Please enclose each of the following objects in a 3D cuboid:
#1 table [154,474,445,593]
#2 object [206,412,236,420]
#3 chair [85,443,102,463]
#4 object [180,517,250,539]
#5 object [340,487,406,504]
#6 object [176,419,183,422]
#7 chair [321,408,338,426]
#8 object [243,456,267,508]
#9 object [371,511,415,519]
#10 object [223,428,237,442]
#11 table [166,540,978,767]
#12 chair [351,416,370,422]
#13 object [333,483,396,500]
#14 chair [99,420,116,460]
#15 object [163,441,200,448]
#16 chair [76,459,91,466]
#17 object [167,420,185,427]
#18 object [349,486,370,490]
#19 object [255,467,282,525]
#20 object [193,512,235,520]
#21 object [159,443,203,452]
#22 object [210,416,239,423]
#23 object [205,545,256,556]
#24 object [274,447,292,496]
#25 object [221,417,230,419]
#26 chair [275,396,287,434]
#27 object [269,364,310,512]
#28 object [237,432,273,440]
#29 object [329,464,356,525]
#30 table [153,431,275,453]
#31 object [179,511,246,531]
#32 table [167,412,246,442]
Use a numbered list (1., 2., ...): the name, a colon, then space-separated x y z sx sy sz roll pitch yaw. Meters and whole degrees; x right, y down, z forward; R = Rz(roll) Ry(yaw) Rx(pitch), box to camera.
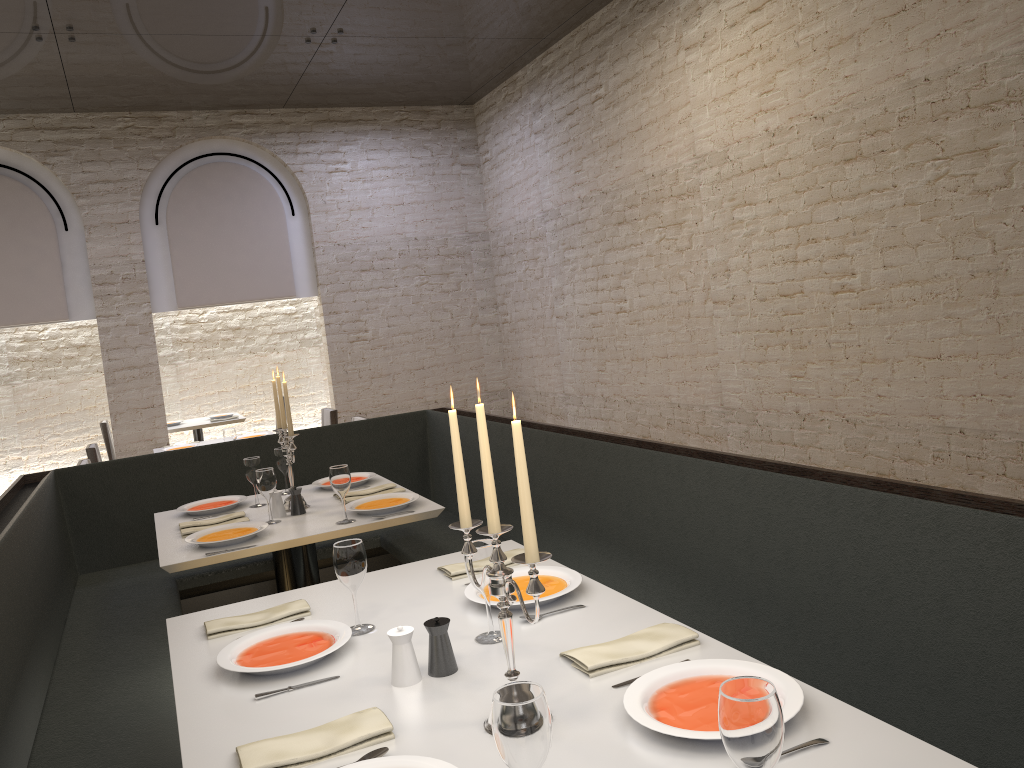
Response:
1. table: -0.962 0.945 3.990 1.103 0.758 1.188 -8 4 -23
2. object: -3.137 0.351 9.570 0.321 0.036 0.322 -6 5 12
3. chair: -2.877 0.876 6.750 0.567 0.904 0.412 -8 3 -23
4. object: -1.263 0.608 3.770 0.273 0.033 0.142 -9 5 -23
5. object: -0.633 0.511 4.031 0.273 0.033 0.142 -9 5 -23
6. object: -3.744 0.422 9.685 0.273 0.033 0.142 -9 5 -23
7. chair: -1.679 0.691 7.259 0.567 0.904 0.412 -8 3 -23
8. object: -1.211 0.462 4.169 0.086 0.230 0.087 -6 3 13
9. object: -0.481 0.529 3.597 0.182 0.015 0.038 -9 5 -21
10. object: -1.832 0.405 5.779 0.086 0.230 0.086 -7 3 7
11. table: 0.036 1.018 1.636 1.103 0.758 2.539 -8 5 -23
12. chair: -1.236 0.723 6.214 0.567 0.904 0.412 -8 3 -23
13. object: -0.693 0.506 4.174 0.273 0.033 0.142 -9 5 -23
14. chair: -3.928 0.800 9.227 0.567 0.904 0.412 -8 3 -23
15. object: -2.677 0.498 7.180 0.273 0.033 0.142 -9 5 -23
16. chair: -2.434 0.908 5.705 0.567 0.904 0.412 -8 3 -23
17. object: -3.628 0.427 9.363 0.321 0.036 0.322 -6 5 12
18. object: -0.773 0.507 4.285 0.182 0.015 0.038 -9 5 -21
19. object: -1.033 0.475 3.751 0.086 0.230 0.087 -6 3 13
20. object: -1.358 0.600 4.042 0.185 0.010 0.017 -9 4 -23
21. object: -2.562 0.504 6.858 0.321 0.036 0.323 -5 5 23
22. object: -2.997 0.368 9.239 0.273 0.033 0.142 -9 5 -23
23. object: -1.056 0.622 3.328 0.185 0.010 0.017 -9 4 -23
24. object: -1.132 0.433 4.407 0.086 0.230 0.087 -5 3 37
25. object: -3.069 0.365 9.400 0.182 0.015 0.038 -9 5 -21
26. chair: -2.730 0.614 9.737 0.567 0.904 0.412 -8 3 -23
27. object: -1.018 0.238 3.987 0.132 0.656 0.390 -7 3 -12
28. object: -2.070 0.428 7.065 0.321 0.036 0.323 -5 5 23
29. object: -0.687 0.447 3.586 0.086 0.230 0.087 -6 3 13
30. table: -2.266 0.857 6.980 0.938 0.759 1.011 -8 4 -23
31. object: -1.324 0.603 3.912 0.273 0.033 0.142 -9 5 -23
32. table: -3.333 0.780 9.485 0.938 0.759 1.011 -8 4 -23
